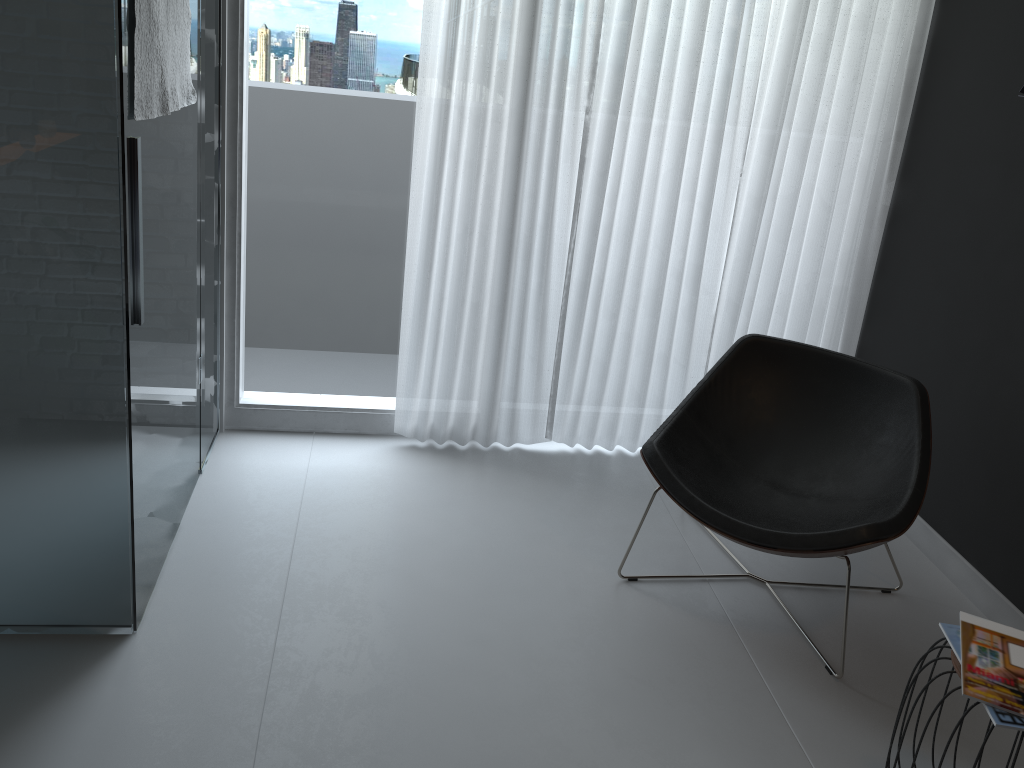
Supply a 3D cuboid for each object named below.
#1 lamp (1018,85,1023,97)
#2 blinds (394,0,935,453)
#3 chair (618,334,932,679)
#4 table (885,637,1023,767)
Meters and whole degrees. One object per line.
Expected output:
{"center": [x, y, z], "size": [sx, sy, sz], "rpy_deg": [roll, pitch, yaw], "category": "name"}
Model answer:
{"center": [1.221, -0.854, 1.324], "size": [0.584, 0.881, 0.623], "rpy_deg": [9, 19, 8], "category": "lamp"}
{"center": [0.583, -0.981, 3.201], "size": [1.851, 2.631, 0.140], "rpy_deg": [3, 18, -9], "category": "blinds"}
{"center": [0.829, 0.303, 2.728], "size": [0.799, 0.674, 0.826], "rpy_deg": [19, 24, 31], "category": "chair"}
{"center": [1.049, 0.808, 1.863], "size": [0.452, 0.425, 0.461], "rpy_deg": [-6, 23, -30], "category": "table"}
